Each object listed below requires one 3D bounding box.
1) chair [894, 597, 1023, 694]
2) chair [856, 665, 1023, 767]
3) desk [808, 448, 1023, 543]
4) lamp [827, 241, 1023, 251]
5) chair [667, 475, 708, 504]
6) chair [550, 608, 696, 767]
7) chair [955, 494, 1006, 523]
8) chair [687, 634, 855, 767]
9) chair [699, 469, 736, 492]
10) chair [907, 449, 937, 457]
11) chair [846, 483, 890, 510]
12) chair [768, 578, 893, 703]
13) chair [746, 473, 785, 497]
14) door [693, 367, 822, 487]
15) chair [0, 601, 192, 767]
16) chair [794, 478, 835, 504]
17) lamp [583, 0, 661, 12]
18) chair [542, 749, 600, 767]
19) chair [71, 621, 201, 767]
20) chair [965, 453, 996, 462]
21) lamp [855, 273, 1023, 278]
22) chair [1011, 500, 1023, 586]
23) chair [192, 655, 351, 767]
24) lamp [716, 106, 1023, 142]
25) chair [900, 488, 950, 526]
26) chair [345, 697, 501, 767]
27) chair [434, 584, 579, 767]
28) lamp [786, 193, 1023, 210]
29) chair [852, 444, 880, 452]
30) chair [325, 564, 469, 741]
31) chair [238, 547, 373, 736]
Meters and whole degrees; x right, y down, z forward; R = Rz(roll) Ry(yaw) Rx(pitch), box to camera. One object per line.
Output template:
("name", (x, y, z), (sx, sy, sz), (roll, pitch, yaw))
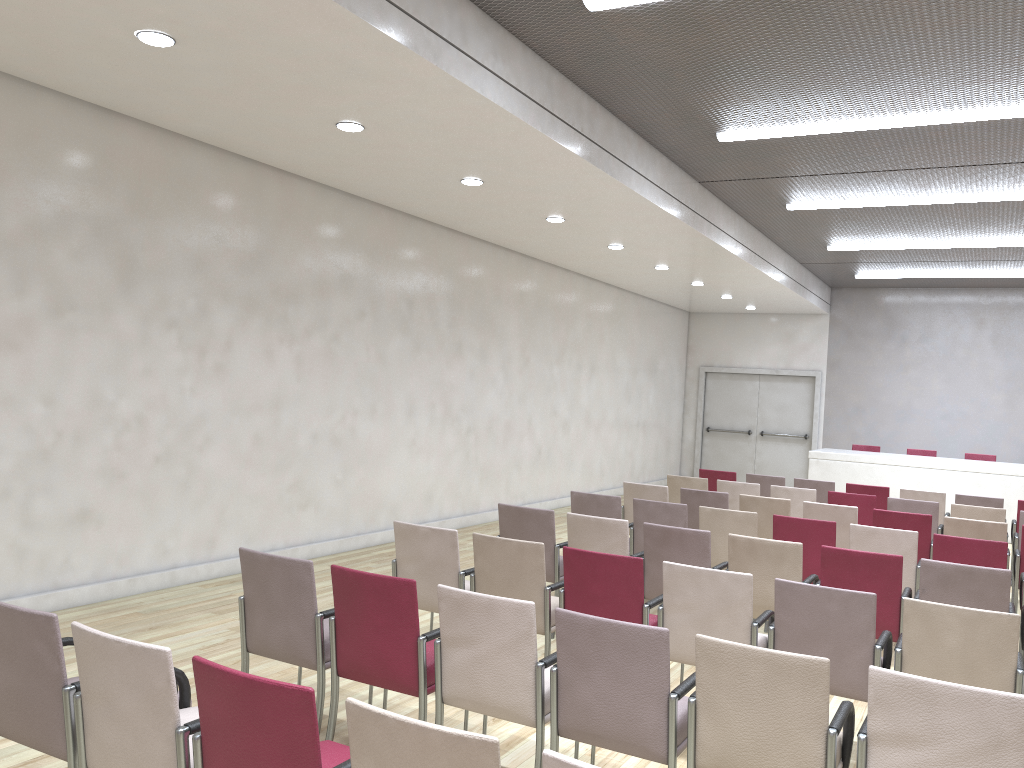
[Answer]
("chair", (2.031, 1.403, 4.052), (0.513, 0.890, 0.640), (3, 0, 28))
("chair", (1.447, 1.361, 2.966), (0.513, 0.890, 0.640), (3, 0, 30))
("desk", (6.416, 1.649, 13.220), (3.652, 1.042, 1.456), (3, 0, 29))
("lamp", (5.964, -1.850, 11.885), (3.303, 0.045, 0.198), (3, 0, 29))
("chair", (1.974, 1.437, 9.685), (0.513, 0.890, 0.640), (3, 0, 28))
("chair", (0.471, 1.306, 3.486), (0.513, 0.890, 0.640), (3, 0, 29))
("chair", (4.959, 1.614, 9.440), (0.513, 0.890, 0.640), (3, 0, 29))
("chair", (0.945, 1.333, 3.230), (0.513, 0.890, 0.640), (3, 0, 28))
("chair", (2.548, 1.478, 10.761), (0.513, 0.890, 0.640), (3, 0, 29))
("chair", (6.604, 1.518, 14.383), (0.513, 0.890, 0.640), (3, 0, 28))
("chair", (4.005, 1.560, 9.969), (0.513, 0.890, 0.640), (3, 0, 28))
("chair", (1.544, 1.376, 4.306), (0.513, 0.890, 0.640), (3, 0, 29))
("chair", (3.041, 1.506, 10.493), (0.513, 0.890, 0.640), (3, 0, 29))
("door", (4.843, 0.904, 17.579), (2.373, 2.400, 0.200), (3, 0, 29))
("chair", (-1.555, 1.183, 3.211), (0.513, 0.890, 0.640), (3, 0, 28))
("chair", (3.522, 1.533, 10.243), (0.513, 0.890, 0.640), (3, 0, 29))
("lamp", (1.895, -2.142, 4.417), (3.303, 0.045, 0.198), (3, 0, 29))
("chair", (0.379, 1.292, 2.153), (0.513, 0.890, 0.640), (3, 0, 29))
("chair", (-1.075, 1.210, 2.932), (0.513, 0.890, 0.640), (3, 0, 29))
("chair", (7.356, 1.560, 13.971), (0.513, 0.890, 0.640), (3, 0, 28))
("lamp", (7.328, -1.751, 14.388), (3.303, 0.045, 0.198), (3, 0, 29))
("chair", (5.454, 1.642, 9.171), (0.513, 0.890, 0.640), (3, 0, 28))
("chair", (-0.600, 1.237, 2.669), (0.513, 0.890, 0.640), (3, 0, 29))
("lamp", (3.244, -2.045, 6.893), (3.303, 0.045, 0.198), (3, 0, 29))
("chair", (4.494, 1.588, 9.705), (0.513, 0.890, 0.640), (3, 0, 29))
("chair", (-0.117, 1.264, 2.412), (0.513, 0.890, 0.640), (3, 0, 28))
("chair", (0.004, 1.280, 3.761), (0.513, 0.890, 0.640), (3, 0, 29))
("lamp", (4.622, -1.946, 9.422), (3.303, 0.045, 0.198), (3, 0, 29))
("chair", (5.853, 1.475, 14.794), (0.513, 0.890, 0.640), (3, 0, 28))
("chair", (-0.484, 1.253, 4.024), (0.513, 0.890, 0.640), (3, 0, 28))
("chair", (-0.965, 1.226, 4.286), (0.513, 0.890, 0.640), (3, 0, 29))
